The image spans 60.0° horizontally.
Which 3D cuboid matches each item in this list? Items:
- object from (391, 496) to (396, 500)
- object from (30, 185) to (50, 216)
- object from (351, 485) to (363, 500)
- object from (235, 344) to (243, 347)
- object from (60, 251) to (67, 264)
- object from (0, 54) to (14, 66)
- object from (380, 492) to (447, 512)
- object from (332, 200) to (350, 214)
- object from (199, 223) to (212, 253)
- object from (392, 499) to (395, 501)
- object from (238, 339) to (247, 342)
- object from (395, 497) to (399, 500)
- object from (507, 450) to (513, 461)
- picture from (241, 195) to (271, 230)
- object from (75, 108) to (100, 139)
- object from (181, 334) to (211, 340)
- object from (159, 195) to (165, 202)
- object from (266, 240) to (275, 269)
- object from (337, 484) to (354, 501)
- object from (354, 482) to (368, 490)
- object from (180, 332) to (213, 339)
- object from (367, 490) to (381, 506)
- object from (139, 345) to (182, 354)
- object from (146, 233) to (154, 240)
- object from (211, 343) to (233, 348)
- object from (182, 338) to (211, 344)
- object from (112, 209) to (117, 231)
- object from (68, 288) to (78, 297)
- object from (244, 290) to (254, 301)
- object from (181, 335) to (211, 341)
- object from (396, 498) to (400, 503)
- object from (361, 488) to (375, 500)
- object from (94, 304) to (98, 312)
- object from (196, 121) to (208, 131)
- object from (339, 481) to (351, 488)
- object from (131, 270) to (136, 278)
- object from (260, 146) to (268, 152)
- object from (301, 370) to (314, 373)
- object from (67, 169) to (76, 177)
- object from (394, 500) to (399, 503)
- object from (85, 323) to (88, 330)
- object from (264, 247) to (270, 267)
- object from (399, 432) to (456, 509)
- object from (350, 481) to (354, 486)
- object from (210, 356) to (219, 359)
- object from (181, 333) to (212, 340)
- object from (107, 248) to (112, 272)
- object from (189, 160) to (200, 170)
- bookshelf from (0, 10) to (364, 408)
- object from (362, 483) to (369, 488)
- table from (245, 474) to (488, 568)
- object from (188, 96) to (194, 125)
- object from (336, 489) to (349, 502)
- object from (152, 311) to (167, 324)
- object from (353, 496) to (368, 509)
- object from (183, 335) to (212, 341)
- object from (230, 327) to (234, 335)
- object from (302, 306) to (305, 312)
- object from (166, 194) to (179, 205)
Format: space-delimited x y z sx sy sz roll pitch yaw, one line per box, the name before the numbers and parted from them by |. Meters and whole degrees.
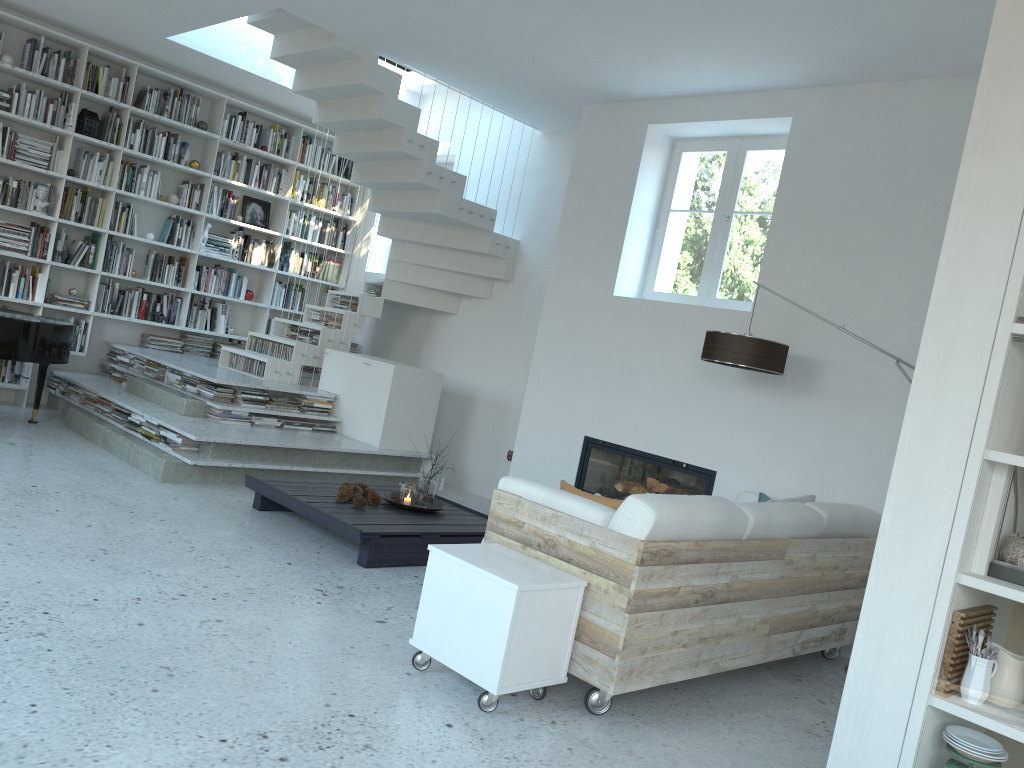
object | -0.753 0.730 5.626 0.030 0.035 0.035 14 3 43
object | -3.964 -1.548 7.462 0.138 0.244 0.137 12 2 10
object | -0.970 0.672 5.486 0.094 0.108 0.108 12 2 12
object | -2.732 -0.385 9.096 0.295 0.004 0.144 13 3 43
object | -3.862 -1.093 7.638 0.079 0.113 0.054 14 3 43
object | -4.104 -2.624 7.198 0.104 0.106 0.105 12 2 22
object | -0.624 0.754 5.620 0.429 0.038 0.429 11 2 -5
object | -1.829 -1.882 9.479 0.204 0.137 0.095 10 3 -29
object | -2.937 -1.396 8.465 0.087 0.288 0.075 11 3 -10
object | -0.744 0.738 5.585 0.026 0.027 0.030 12 2 12
object | -2.712 -0.444 9.100 0.209 0.015 0.130 13 3 44
object | -0.738 0.732 5.668 0.031 0.035 0.031 9 3 -45
object | 0.151 0.605 6.863 0.441 0.094 0.096 13 3 42
picture | -2.603 -1.732 9.020 0.300 0.300 0.077 9 3 -45
object | -3.669 -2.250 7.670 0.135 0.248 0.135 13 3 35
object | -3.117 -0.465 8.760 0.285 0.005 0.159 10 3 -45
object | -3.266 -1.722 8.255 0.068 0.068 0.068 12 2 22
object | -2.441 -1.313 8.998 0.087 0.288 0.075 11 3 -10
object | -1.025 0.668 5.439 0.114 0.101 0.110 13 2 27
object | -0.954 0.671 5.603 0.099 0.102 0.097 12 2 15
object | -3.107 -0.474 8.751 0.285 0.005 0.159 10 2 -40
object | -0.849 0.705 5.465 0.083 0.100 0.092 10 3 -40
object | -3.377 -0.331 8.519 0.193 0.007 0.346 13 2 40
object | -3.356 -1.365 8.221 0.071 0.072 0.071 12 2 4
object | -2.869 -0.379 9.025 0.328 0.008 0.207 10 3 -45
object | -3.126 -0.428 8.759 0.254 0.006 0.160 10 3 -45
object | -3.621 -1.480 8.009 0.013 0.208 0.139 9 3 -45
object | -3.859 -0.806 7.795 0.071 0.072 0.071 12 2 4
object | -2.688 -0.902 9.022 0.115 0.116 0.115 12 2 22
object | -3.119 -0.455 8.760 0.254 0.006 0.160 10 3 -45
object | -0.711 0.736 5.582 0.038 0.043 0.039 12 2 15
object | -0.910 0.690 5.554 0.106 0.086 0.091 10 3 -31
object | -3.778 -0.694 8.015 0.071 0.072 0.071 12 2 4
object | -2.915 -2.421 8.338 0.104 0.105 0.104 12 2 4
object | -1.035 0.650 5.521 0.090 0.106 0.097 10 2 -24
object | -3.513 -1.020 8.201 0.071 0.072 0.071 12 2 4
object | -2.462 -2.328 8.803 0.071 0.072 0.071 12 2 4
object | -2.344 -0.166 9.596 0.368 0.007 0.205 10 2 -35
object | -3.788 -1.813 7.620 0.071 0.072 0.071 12 2 4
object | -0.721 0.740 5.551 0.035 0.035 0.030 11 2 -22
object | -3.839 -0.419 7.937 0.011 0.260 0.141 9 4 -45
object | -2.542 -1.300 9.098 0.022 0.212 0.178 9 3 -45
object | -0.510 0.531 5.556 0.309 0.522 0.435 11 2 -15
object | -1.038 0.667 5.676 0.078 0.084 0.098 9 3 -45
object | -2.894 -0.252 9.032 0.328 0.008 0.207 10 3 -45
object | -3.114 -0.470 8.758 0.254 0.006 0.160 10 3 -44
object | -3.680 -1.148 8.055 0.007 0.266 0.134 9 4 -45
object | -2.992 -2.061 8.359 0.100 0.102 0.100 12 2 22
bookshelf | -4.112 -1.363 7.469 6.303 3.144 0.330 9 3 -45
object | -0.944 0.679 5.666 0.078 0.101 0.086 12 2 19
table | -0.812 0.842 5.544 1.271 0.218 1.255 10 3 -45
object | -3.043 -2.545 8.321 0.006 0.298 0.129 9 4 -45
object | -1.026 0.679 5.363 0.082 0.085 0.082 10 3 -31
object | -3.291 -0.624 8.299 0.064 0.114 0.161 13 3 32
object | -0.898 0.705 5.269 0.081 0.083 0.098 10 3 -40
object | -3.118 -0.460 8.760 0.254 0.006 0.160 10 3 -45
object | -2.853 -0.539 8.981 0.071 0.072 0.071 12 2 4
object | -2.241 -0.805 9.489 0.071 0.072 0.071 12 2 4
object | -3.198 -1.733 8.352 0.111 0.113 0.112 12 2 22
